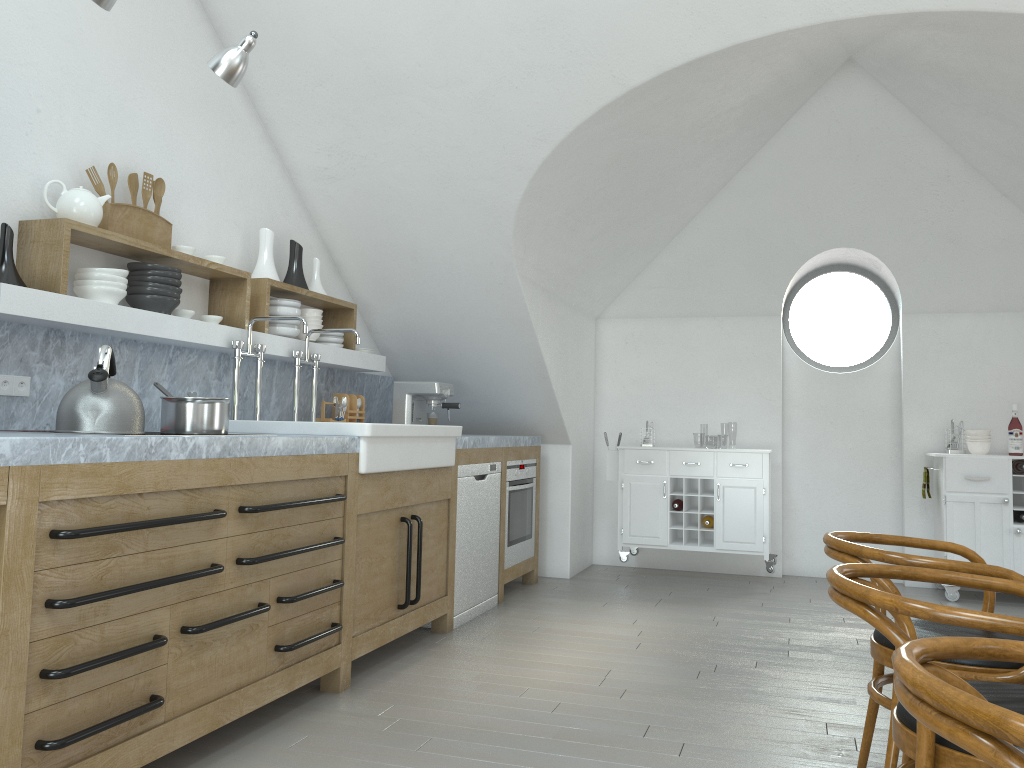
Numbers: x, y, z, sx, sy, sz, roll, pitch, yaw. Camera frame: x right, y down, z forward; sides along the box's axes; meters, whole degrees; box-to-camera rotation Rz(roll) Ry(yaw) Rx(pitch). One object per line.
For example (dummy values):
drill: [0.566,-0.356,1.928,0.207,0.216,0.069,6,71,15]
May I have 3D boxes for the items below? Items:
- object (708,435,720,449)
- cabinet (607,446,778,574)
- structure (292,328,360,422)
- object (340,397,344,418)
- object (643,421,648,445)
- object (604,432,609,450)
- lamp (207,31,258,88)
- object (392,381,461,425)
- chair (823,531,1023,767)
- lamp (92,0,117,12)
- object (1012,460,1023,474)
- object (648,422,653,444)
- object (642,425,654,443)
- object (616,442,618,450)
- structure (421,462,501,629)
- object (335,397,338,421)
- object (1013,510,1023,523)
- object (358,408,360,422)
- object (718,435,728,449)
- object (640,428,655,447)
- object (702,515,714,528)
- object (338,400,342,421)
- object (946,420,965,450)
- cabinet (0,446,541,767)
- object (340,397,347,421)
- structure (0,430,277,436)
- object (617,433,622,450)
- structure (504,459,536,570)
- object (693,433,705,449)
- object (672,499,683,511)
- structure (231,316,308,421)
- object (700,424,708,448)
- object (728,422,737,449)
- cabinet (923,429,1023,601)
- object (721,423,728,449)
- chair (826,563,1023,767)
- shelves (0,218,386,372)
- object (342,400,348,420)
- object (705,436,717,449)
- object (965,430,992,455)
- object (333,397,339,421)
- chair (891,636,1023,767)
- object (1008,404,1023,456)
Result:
object: [1.388,0.402,6.122,0.094,0.094,0.093,1,-4,6]
cabinet: [1.231,0.837,6.094,1.134,0.791,0.495,0,-4,18]
structure: [-0.920,-0.008,4.429,0.332,0.531,0.213,1,-4,-1]
object: [-0.946,0.169,4.889,0.023,0.196,0.018,0,-5,13]
object: [0.968,0.351,6.379,0.039,0.175,0.054,0,-5,18]
object: [0.681,0.472,6.200,0.088,0.269,0.029,2,-5,-9]
lamp: [-0.901,-1.050,2.879,0.169,0.177,0.112,1,-4,10]
object: [-0.489,0.153,5.408,0.386,0.321,0.323,0,-4,18]
chair: [1.174,0.795,2.409,0.621,0.736,0.526,0,-4,15]
lamp: [-1.083,-1.079,2.332,0.164,0.178,0.115,-1,-5,36]
object: [3.215,0.526,5.621,0.092,0.094,0.358,0,-3,19]
object: [0.993,0.352,6.355,0.039,0.164,0.024,-1,-5,31]
object: [0.979,0.367,6.377,0.097,0.137,0.029,0,-5,21]
object: [0.733,0.535,6.208,0.038,0.263,0.038,5,-6,-39]
structure: [-0.457,0.841,4.887,0.598,0.825,0.722,0,-4,18]
object: [-0.963,0.168,4.875,0.019,0.196,0.022,1,-5,6]
object: [3.237,0.831,5.591,0.156,0.086,0.330,0,-3,19]
object: [-0.890,0.182,5.114,0.019,0.196,0.022,0,-5,19]
object: [1.439,0.396,6.046,0.071,0.099,0.071,-2,-5,41]
object: [0.975,0.386,6.368,0.101,0.138,0.066,0,-4,18]
object: [1.333,0.928,5.993,0.082,0.083,0.316,0,-3,18]
object: [-0.947,0.177,4.862,0.019,0.179,0.044,3,-5,-17]
object: [2.980,0.343,5.956,0.115,0.209,0.065,0,-5,20]
cabinet: [-1.243,0.742,2.987,1.004,1.024,6.415,0,-3,18]
object: [-0.928,0.166,4.884,0.040,0.193,0.042,5,-6,-35]
structure: [-1.242,0.177,2.846,0.647,0.041,0.736,0,-3,18]
object: [0.733,0.472,6.183,0.088,0.269,0.029,-3,-6,44]
structure: [-0.219,0.788,5.610,0.631,0.638,0.631,0,-4,18]
object: [1.271,0.388,6.026,0.082,0.105,0.081,-1,-5,31]
object: [1.134,0.823,6.027,0.082,0.085,0.316,0,-3,19]
structure: [-1.070,-0.035,3.966,0.332,0.531,0.213,1,-4,-1]
object: [1.320,0.361,6.093,0.048,0.170,0.048,1,-5,6]
object: [1.510,0.355,6.067,0.063,0.187,0.063,1,-4,3]
cabinet: [3.315,0.794,5.623,1.242,1.156,0.608,0,-4,18]
object: [1.466,0.360,6.113,0.054,0.179,0.054,2,-4,-5]
chair: [0.942,0.755,1.726,0.621,0.736,0.526,0,-4,21]
shelves: [-1.572,-0.905,2.781,0.480,1.364,5.538,0,-3,12]
object: [-0.931,0.179,4.897,0.044,0.179,0.019,1,-5,3]
object: [1.356,0.400,6.035,0.077,0.085,0.077,1,-4,6]
object: [3.005,0.376,5.710,0.157,0.160,0.154,5,-5,-44]
object: [-0.974,0.166,4.899,0.040,0.193,0.042,4,-5,-34]
chair: [0.776,0.715,1.017,0.621,0.736,0.526,0,-4,15]
object: [3.222,0.294,5.674,0.081,0.330,0.081,0,-5,14]
